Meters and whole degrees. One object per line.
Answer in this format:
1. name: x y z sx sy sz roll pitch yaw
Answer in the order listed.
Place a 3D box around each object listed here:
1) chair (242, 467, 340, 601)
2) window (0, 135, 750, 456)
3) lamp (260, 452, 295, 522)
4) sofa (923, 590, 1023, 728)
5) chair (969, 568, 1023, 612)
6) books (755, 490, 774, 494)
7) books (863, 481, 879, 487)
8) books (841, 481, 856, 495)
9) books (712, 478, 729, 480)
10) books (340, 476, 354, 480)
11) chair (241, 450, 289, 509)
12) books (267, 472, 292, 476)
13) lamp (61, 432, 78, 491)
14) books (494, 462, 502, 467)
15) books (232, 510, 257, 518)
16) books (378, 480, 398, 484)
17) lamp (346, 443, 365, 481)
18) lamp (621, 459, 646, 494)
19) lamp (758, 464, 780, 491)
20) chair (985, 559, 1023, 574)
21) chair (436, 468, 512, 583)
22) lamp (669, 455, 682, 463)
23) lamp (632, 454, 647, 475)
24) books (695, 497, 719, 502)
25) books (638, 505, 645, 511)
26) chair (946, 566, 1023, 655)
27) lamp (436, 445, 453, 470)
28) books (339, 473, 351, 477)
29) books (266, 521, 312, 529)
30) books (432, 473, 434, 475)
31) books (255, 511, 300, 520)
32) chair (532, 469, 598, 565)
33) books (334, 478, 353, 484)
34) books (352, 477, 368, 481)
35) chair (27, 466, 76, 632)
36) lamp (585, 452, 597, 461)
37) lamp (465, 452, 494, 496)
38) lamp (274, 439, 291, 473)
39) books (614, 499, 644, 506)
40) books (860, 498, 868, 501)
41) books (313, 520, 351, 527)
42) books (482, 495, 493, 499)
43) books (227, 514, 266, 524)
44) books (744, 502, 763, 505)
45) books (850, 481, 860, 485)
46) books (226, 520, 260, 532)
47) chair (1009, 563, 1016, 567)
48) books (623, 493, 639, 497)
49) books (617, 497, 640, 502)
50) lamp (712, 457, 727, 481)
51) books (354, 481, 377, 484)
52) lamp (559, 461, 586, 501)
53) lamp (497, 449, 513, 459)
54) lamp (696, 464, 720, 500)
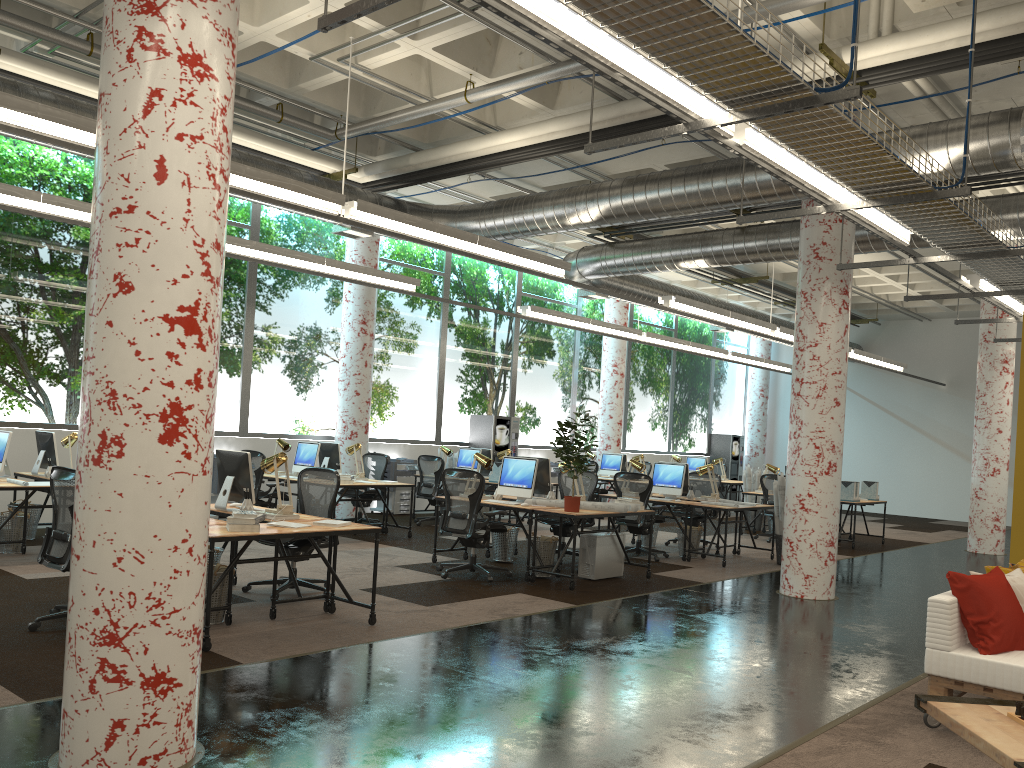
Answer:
1. chair: -1.828 1.257 7.590 0.769 1.085 0.794 3 -1 25
2. window: -1.939 -0.835 15.543 0.050 3.760 26.260 3 -3 42
3. lamp: -1.777 0.828 6.785 0.219 0.610 0.527 4 -2 -29
4. sofa: 3.918 1.515 5.179 2.016 0.931 2.862 1 -4 41
5. chair: 2.977 1.312 5.207 0.525 0.401 0.331 5 -2 -30
6. books: 4.325 1.837 15.061 0.308 0.038 0.226 0 -4 42
7. books: 5.980 1.779 14.774 0.233 0.310 0.068 2 -1 41
8. books: 5.312 1.697 14.016 0.233 0.310 0.068 2 -1 41
9. books: 4.684 2.138 19.937 0.308 0.038 0.226 0 -4 42
10. books: -2.137 1.199 11.344 0.193 0.044 0.258 3 -3 -1
11. chair: -3.229 1.399 11.464 0.769 1.085 0.794 3 -1 25
12. books: -3.219 1.240 12.245 0.308 0.038 0.226 0 -4 42
13. lamp: -4.622 0.809 9.302 0.209 0.610 0.527 4 -1 -29
14. books: -0.169 1.354 13.542 0.233 0.310 0.068 2 -1 41
15. books: -1.808 0.878 5.982 0.153 0.030 0.185 4 -3 -20
16. books: -1.670 1.318 11.899 0.200 0.024 0.236 2 -3 15
17. lamp: -2.123 1.116 12.140 0.209 0.610 0.527 4 -1 -29
18. lamp: 1.612 1.333 12.172 0.209 0.610 0.527 4 -1 -29
19. lamp: 4.309 1.657 15.089 0.219 0.610 0.527 4 -2 -29
20. chair: 3.207 1.325 5.513 0.547 0.438 0.316 5 -2 -36
21. chair: -0.404 1.397 8.967 0.769 1.085 0.794 3 -1 25
22. lamp: 3.605 1.901 20.040 0.219 0.610 0.527 4 -2 -29
23. lamp: 2.576 1.694 17.475 0.219 0.610 0.527 4 -2 -29
24. books: 2.687 1.570 12.066 0.308 0.038 0.226 0 -4 42
25. books: 1.242 1.308 9.419 0.271 0.050 0.201 1 -4 39
26. chair: 2.647 1.254 4.899 0.535 0.444 0.301 5 -2 -32
27. lamp: -1.168 1.314 14.617 0.209 0.610 0.527 4 -1 -29
28. books: -2.150 1.166 11.340 0.153 0.030 0.185 4 -3 -20
29. books: -1.588 1.004 6.310 0.243 0.019 0.206 2 -3 19
30. books: -1.156 1.493 14.587 0.308 0.038 0.226 0 -4 42
31. books: -1.814 1.008 6.811 0.308 0.038 0.226 0 -4 42
32. chair: 0.656 1.544 10.451 0.769 1.085 0.794 3 -1 25
33. books: -2.156 1.243 11.322 0.200 0.050 0.271 5 -3 -21
34. books: -2.156 1.297 12.169 0.308 0.038 0.226 0 -4 42
35. chair: -2.888 1.111 6.106 0.769 1.085 0.794 3 -1 25
36. lamp: 1.460 1.637 17.604 0.219 0.610 0.527 4 -2 -29
37. lamp: -0.410 1.057 9.776 0.219 0.610 0.527 4 -2 -29
38. lamp: -3.235 1.059 12.272 0.219 0.610 0.527 4 -2 -29
39. books: 1.248 1.263 9.446 0.193 0.044 0.257 5 -4 -31
40. books: 5.729 1.897 14.550 0.200 0.024 0.236 2 -3 15
41. books: -1.328 1.029 6.541 0.200 0.024 0.236 2 -3 15
42. books: -0.394 1.237 9.748 0.308 0.038 0.226 0 -4 42
43. books: -1.795 0.910 5.986 0.193 0.044 0.258 3 -3 -1
44. books: 3.196 1.599 11.856 0.243 0.019 0.205 4 -3 -11
45. books: 5.410 1.709 14.127 0.233 0.310 0.068 2 -1 41
46. books: -1.815 0.955 5.964 0.200 0.050 0.271 5 -3 -21
47. chair: 3.542 1.394 5.804 0.524 0.408 0.341 5 -2 -33
48. books: 1.623 1.513 12.142 0.308 0.038 0.226 0 -4 42
49. books: 1.239 1.231 9.435 0.185 0.030 0.153 1 -4 39
50. lamp: 4.721 1.958 19.910 0.219 0.610 0.527 4 -2 -29
51. books: -1.930 1.292 11.668 0.243 0.019 0.206 2 -3 19
52. lamp: 0.702 1.114 9.644 0.209 0.610 0.527 4 -1 -29
53. lamp: -0.056 1.370 14.486 0.219 0.610 0.527 4 -2 -29
54. lamp: 2.719 1.390 12.038 0.209 0.610 0.527 4 -1 -29
